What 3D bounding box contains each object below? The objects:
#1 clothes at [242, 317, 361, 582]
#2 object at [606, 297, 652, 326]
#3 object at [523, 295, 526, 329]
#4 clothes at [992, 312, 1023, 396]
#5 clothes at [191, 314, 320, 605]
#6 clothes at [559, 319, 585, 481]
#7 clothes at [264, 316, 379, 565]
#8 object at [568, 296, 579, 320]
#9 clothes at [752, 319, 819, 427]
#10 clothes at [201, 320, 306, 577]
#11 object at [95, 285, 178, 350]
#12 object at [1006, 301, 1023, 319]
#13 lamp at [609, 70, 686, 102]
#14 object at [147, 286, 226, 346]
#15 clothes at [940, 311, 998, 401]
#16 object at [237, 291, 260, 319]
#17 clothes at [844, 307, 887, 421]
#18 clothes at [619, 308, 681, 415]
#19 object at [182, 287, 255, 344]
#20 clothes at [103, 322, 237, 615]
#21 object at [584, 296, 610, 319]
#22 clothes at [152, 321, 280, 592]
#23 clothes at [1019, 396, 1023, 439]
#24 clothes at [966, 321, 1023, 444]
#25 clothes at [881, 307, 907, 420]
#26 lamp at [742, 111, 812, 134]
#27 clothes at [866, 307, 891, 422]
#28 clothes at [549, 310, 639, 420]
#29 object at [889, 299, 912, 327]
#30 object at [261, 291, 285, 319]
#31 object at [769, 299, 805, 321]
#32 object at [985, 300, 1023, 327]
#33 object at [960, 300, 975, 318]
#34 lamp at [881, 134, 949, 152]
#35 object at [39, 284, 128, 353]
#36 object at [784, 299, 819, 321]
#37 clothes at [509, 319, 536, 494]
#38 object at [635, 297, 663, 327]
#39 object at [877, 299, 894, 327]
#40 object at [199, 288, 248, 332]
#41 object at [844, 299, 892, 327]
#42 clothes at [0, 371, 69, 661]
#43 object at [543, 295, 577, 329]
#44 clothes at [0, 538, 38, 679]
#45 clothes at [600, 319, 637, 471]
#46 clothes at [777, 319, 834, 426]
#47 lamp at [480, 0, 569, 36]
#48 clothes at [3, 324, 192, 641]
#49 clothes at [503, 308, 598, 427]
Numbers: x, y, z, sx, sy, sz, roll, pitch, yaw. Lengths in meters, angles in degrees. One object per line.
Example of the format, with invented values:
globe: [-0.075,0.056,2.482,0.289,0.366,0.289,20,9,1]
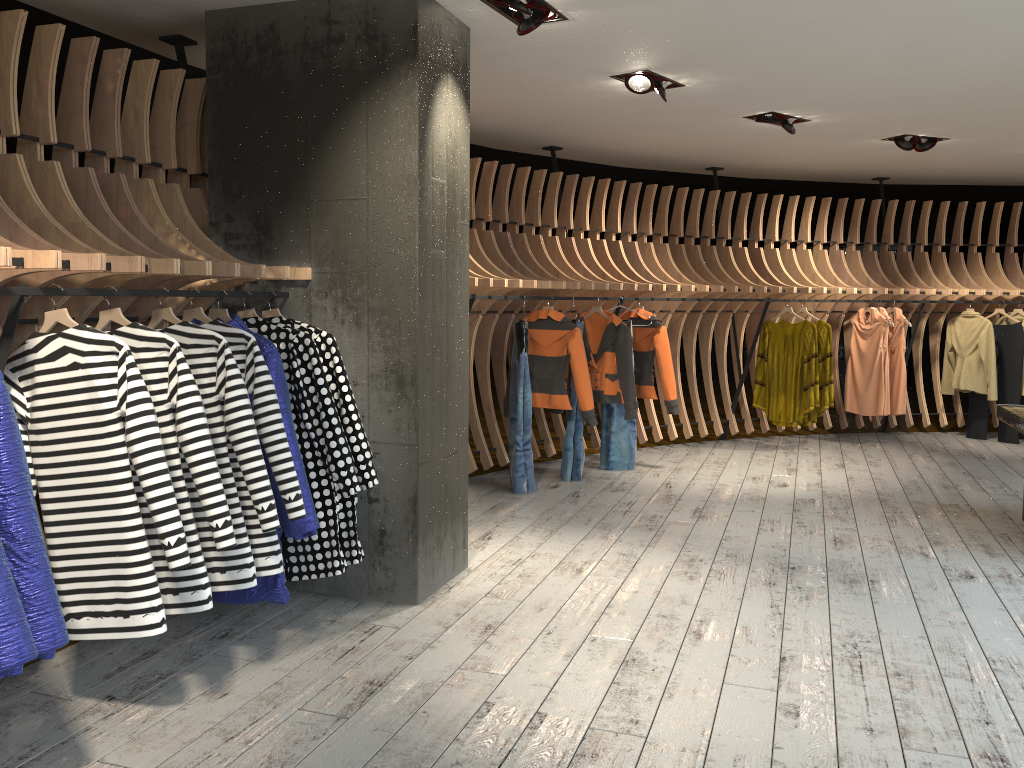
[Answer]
clothes: [-1.015,0.299,3.889,0.807,1.186,0.192,2,5,19]
object: [0.899,-0.606,7.382,0.549,0.242,0.023,0,4,-5]
object: [0.091,-0.529,6.498,0.023,0.242,0.550,0,5,0]
clothes: [5.190,-0.300,9.123,0.250,0.888,0.705,-2,6,-31]
clothes: [-1.203,0.321,3.786,0.885,1.237,0.246,2,5,15]
clothes: [0.472,0.196,7.014,0.200,1.420,0.309,1,5,11]
clothes: [-0.964,0.282,4.069,0.799,1.184,0.192,2,5,19]
object: [0.481,-0.570,6.961,0.023,0.242,0.550,2,5,15]
clothes: [2.646,-0.105,8.544,0.168,1.043,0.665,-3,6,-40]
clothes: [-1.146,0.275,3.546,0.752,1.060,0.128,2,5,17]
object: [-1.382,-0.189,3.107,0.518,0.312,0.012,2,5,18]
object: [5.184,-0.719,9.085,0.012,0.270,0.526,-2,6,-26]
lamp: [0.850,-1.922,5.518,0.269,0.296,0.493,4,6,38]
object: [-1.299,-0.212,3.355,0.518,0.312,0.012,2,5,18]
clothes: [4.663,-0.301,9.079,0.250,0.888,0.705,-1,5,-21]
object: [-1.131,-0.249,3.865,0.516,0.316,0.012,2,5,18]
clothes: [3.548,-0.194,8.883,0.125,1.154,0.447,-3,6,-37]
clothes: [1.078,-0.208,7.601,0.201,0.880,0.840,-3,6,-41]
object: [-1.242,-0.228,3.524,0.518,0.312,0.012,2,5,18]
clothes: [-1.287,0.313,3.129,0.752,1.060,0.128,2,5,17]
object: [0.684,-0.575,7.175,0.525,0.270,0.012,5,6,38]
clothes: [-1.203,0.291,3.377,0.752,1.060,0.128,2,5,17]
clothes: [5.490,0.029,9.131,0.539,1.351,0.087,5,6,43]
clothes: [4.973,0.025,9.125,0.087,1.351,0.540,-3,6,-37]
clothes: [3.821,-0.198,8.949,0.125,1.154,0.448,-1,5,-17]
lamp: [1.983,-2.019,6.625,0.493,0.292,0.269,-4,6,-39]
clothes: [3.661,-0.196,8.915,0.125,1.154,0.448,0,5,-12]
clothes: [0.686,-0.169,7.180,0.840,0.880,0.201,4,6,39]
object: [3.827,-0.715,8.904,0.012,0.270,0.526,-1,5,-16]
object: [-1.074,-0.267,4.043,0.518,0.312,0.012,2,5,18]
object: [2.648,-0.685,8.516,0.012,0.270,0.525,-3,7,-41]
object: [4.986,-0.720,9.069,0.012,0.270,0.525,-3,6,-36]
object: [4.677,-0.720,9.050,0.012,0.270,0.526,-1,5,-16]
lamp: [3.370,-2.079,7.400,0.493,0.297,0.269,-2,5,-21]
object: [-1.457,-0.169,2.884,0.518,0.312,0.012,2,5,18]
object: [2.813,-0.691,8.595,0.012,0.270,0.525,-3,7,-41]
clothes: [0.085,0.236,6.564,0.200,1.420,0.309,0,5,-4]
object: [1.081,-0.609,7.543,0.012,0.270,0.525,-3,7,-41]
object: [3.665,-0.714,8.880,0.012,0.270,0.526,0,5,-11]
object: [-1.234,-0.267,3.730,0.525,0.270,0.012,2,5,18]
object: [3.550,-0.712,8.847,0.012,0.270,0.525,-3,6,-36]
clothes: [-1.671,0.441,2.489,0.885,1.237,0.246,2,5,15]
object: [0.274,-0.540,6.748,0.525,0.270,0.012,4,6,33]
clothes: [-1.653,0.457,2.294,0.884,1.244,0.249,2,5,15]
clothes: [0.885,0.159,7.441,0.309,1.420,0.200,0,5,-9]
clothes: [2.811,-0.112,8.623,0.168,1.043,0.665,-3,6,-40]
lamp: [0.052,-1.801,4.151,0.269,0.291,0.493,3,6,25]
clothes: [-1.362,0.334,2.906,0.752,1.060,0.128,2,5,17]
clothes: [0.264,-0.139,6.805,0.840,0.880,0.201,4,6,34]
